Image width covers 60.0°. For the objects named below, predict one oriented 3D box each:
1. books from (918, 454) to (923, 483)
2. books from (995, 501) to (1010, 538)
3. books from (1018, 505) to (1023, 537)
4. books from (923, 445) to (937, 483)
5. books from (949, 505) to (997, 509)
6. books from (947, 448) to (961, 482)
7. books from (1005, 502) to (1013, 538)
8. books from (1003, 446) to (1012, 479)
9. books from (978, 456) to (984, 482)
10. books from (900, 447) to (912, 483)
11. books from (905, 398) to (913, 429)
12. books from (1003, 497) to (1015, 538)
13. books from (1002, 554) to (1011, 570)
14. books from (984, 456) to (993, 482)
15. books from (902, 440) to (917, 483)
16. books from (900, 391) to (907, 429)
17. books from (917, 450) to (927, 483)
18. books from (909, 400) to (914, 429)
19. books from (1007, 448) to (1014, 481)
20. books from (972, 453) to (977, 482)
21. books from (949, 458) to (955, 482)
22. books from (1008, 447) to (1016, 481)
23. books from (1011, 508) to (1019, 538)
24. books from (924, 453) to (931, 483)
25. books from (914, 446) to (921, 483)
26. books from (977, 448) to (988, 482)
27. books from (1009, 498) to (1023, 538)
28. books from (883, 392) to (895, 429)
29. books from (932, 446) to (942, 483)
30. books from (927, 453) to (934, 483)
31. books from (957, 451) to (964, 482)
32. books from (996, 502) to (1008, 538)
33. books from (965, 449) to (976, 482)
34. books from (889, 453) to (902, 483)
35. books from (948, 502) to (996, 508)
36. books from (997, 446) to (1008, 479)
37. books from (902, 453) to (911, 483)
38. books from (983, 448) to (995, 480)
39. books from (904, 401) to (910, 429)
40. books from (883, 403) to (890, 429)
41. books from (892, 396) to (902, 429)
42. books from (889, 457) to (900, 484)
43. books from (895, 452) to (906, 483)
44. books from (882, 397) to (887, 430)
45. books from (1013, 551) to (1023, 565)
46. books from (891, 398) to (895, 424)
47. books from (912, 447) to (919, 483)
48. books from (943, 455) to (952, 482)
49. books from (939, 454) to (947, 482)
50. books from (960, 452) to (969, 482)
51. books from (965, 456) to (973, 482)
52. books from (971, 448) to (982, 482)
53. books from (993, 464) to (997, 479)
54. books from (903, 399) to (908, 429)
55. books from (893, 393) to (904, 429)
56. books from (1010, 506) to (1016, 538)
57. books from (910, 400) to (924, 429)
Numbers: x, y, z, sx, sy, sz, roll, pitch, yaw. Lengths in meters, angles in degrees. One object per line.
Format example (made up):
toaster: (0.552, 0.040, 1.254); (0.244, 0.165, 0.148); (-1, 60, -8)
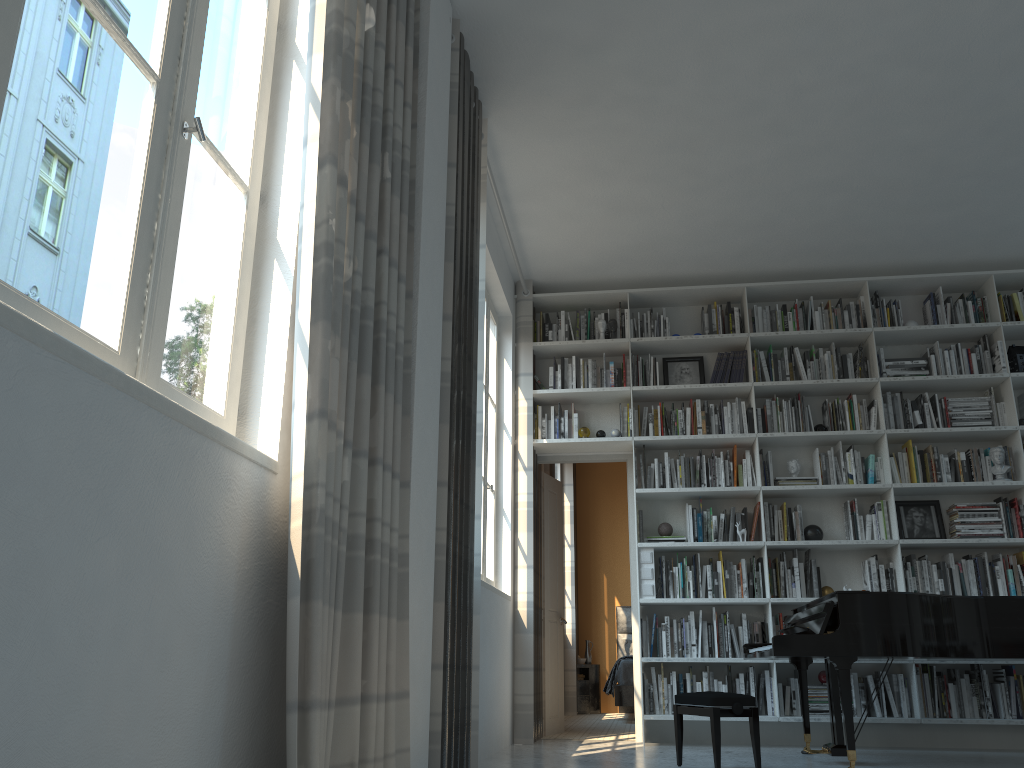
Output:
books: (2.764, 0.608, 6.054); (0.024, 0.227, 0.148); (-2, -18, 8)
books: (3.240, 0.919, 5.869); (0.011, 0.260, 0.185); (-2, -18, 8)
books: (3.339, 0.926, 5.840); (0.034, 0.228, 0.200); (-2, -18, 8)
books: (2.846, 0.574, 6.038); (0.013, 0.282, 0.177); (-2, -18, 8)
books: (3.076, 0.827, 5.929); (0.254, 0.012, 0.161); (-1, -18, 5)
books: (3.001, 0.581, 6.016); (0.014, 0.257, 0.162); (-2, -18, 8)
books: (3.265, 0.924, 5.876); (0.013, 0.255, 0.163); (-2, -18, 8)
books: (3.317, 0.564, 5.970); (0.014, 0.265, 0.154); (-2, -18, 8)
books: (3.148, 0.604, 5.999); (0.022, 0.206, 0.114); (-2, -18, 8)
books: (2.700, 0.586, 6.077); (0.010, 0.283, 0.137); (-2, -18, 8)
books: (2.740, 0.243, 6.156); (0.014, 0.249, 0.173); (-2, -18, 8)
books: (3.276, 0.908, 5.879); (0.011, 0.287, 0.152); (-2, -18, 8)
books: (3.231, 1.263, 5.785); (0.010, 0.283, 0.132); (-2, -18, 8)
books: (3.198, 0.602, 5.983); (0.035, 0.200, 0.149); (-2, -18, 8)
books: (2.706, 0.556, 6.039); (0.014, 0.316, 0.188); (-2, -18, 8)
books: (2.704, 0.221, 6.170); (0.011, 0.299, 0.180); (-2, -18, 8)
books: (2.791, 0.594, 6.061); (0.028, 0.258, 0.135); (-2, -18, 8)
books: (2.752, 0.248, 6.154); (0.011, 0.239, 0.148); (-2, -18, 8)
books: (3.332, 0.570, 5.979); (0.014, 0.260, 0.137); (-2, -18, 8)
books: (3.101, 0.595, 6.011); (0.025, 0.229, 0.143); (-2, -18, 8)
books: (2.970, 0.614, 6.021); (0.050, 0.198, 0.146); (-2, -18, 8)
books: (3.351, 0.570, 5.984); (0.023, 0.264, 0.107); (-2, -18, 8)
books: (3.305, 0.942, 5.869); (0.021, 0.216, 0.132); (-2, -18, 8)
books: (2.808, 0.602, 6.034); (0.012, 0.227, 0.170); (-2, -18, 8)
books: (2.744, 0.576, 6.042); (0.010, 0.280, 0.171); (-2, -18, 8)
books: (3.170, 0.576, 5.998); (0.024, 0.258, 0.127); (-2, -18, 8)
books: (3.318, 0.906, 5.860); (0.011, 0.278, 0.186); (-2, -18, 8)
books: (2.618, 0.225, 6.178); (0.026, 0.296, 0.180); (-2, -18, 8)
books: (2.864, 0.576, 6.019); (0.028, 0.267, 0.190); (-2, -18, 8)
books: (2.827, 0.600, 6.040); (0.025, 0.235, 0.137); (-2, -18, 8)
books: (3.012, 0.591, 6.007); (0.010, 0.233, 0.175); (-2, -18, 8)
books: (3.229, 0.923, 5.873); (0.012, 0.253, 0.161); (-2, -18, 8)
books: (3.078, 0.577, 5.981); (0.012, 0.244, 0.186); (-2, -18, 8)
books: (2.617, 0.604, 6.067); (0.042, 0.241, 0.162); (-2, -18, 8)
books: (3.075, 0.815, 5.930); (0.254, 0.012, 0.161); (-3, -18, 11)
books: (3.300, 0.564, 5.990); (0.025, 0.278, 0.108); (-2, -18, 8)
books: (2.678, 0.603, 6.062); (0.029, 0.239, 0.156); (-2, -18, 8)
books: (3.223, 0.574, 5.997); (0.014, 0.262, 0.135); (-2, -18, 8)
books: (2.727, 0.253, 6.159); (0.014, 0.232, 0.147); (-2, -18, 8)
books: (2.594, 0.264, 6.188); (0.027, 0.227, 0.148); (-2, -18, 8)
books: (2.656, 0.236, 6.161); (0.025, 0.265, 0.186); (-2, -18, 8)
books: (2.596, 0.617, 6.054); (0.053, 0.208, 0.156); (-2, -18, 8)
books: (2.652, 0.602, 6.072); (0.026, 0.247, 0.139); (-2, -18, 8)
books: (2.565, 0.242, 6.183); (0.026, 0.266, 0.171); (-2, -18, 8)
books: (3.319, 1.249, 5.767); (0.011, 0.299, 0.149); (-2, -18, 8)
books: (2.640, 0.223, 6.196); (0.014, 0.312, 0.134); (-2, -18, 8)
books: (2.720, 0.579, 6.029); (0.015, 0.265, 0.190); (-2, -18, 8)
books: (2.929, 0.604, 6.017); (0.030, 0.214, 0.169); (-2, -18, 8)
books: (2.902, 0.604, 6.020); (0.024, 0.215, 0.176); (-2, -18, 8)
books: (3.030, 0.592, 5.993); (0.029, 0.223, 0.186); (-2, -18, 8)
books: (3.059, 0.603, 5.987); (0.029, 0.199, 0.179); (-2, -18, 8)
books: (3.123, 0.575, 5.994); (0.025, 0.257, 0.151); (-2, -18, 8)
books: (3.235, 0.599, 5.982); (0.012, 0.205, 0.146); (-2, -18, 8)
books: (2.714, 0.245, 6.163); (0.011, 0.251, 0.153); (-2, -18, 8)
books: (2.685, 0.227, 6.179); (0.029, 0.294, 0.151); (-2, -18, 8)
books: (3.289, 0.936, 5.875); (0.013, 0.231, 0.134); (-2, -18, 8)
books: (2.790, 0.246, 6.143); (0.066, 0.236, 0.154); (-2, -18, 8)
